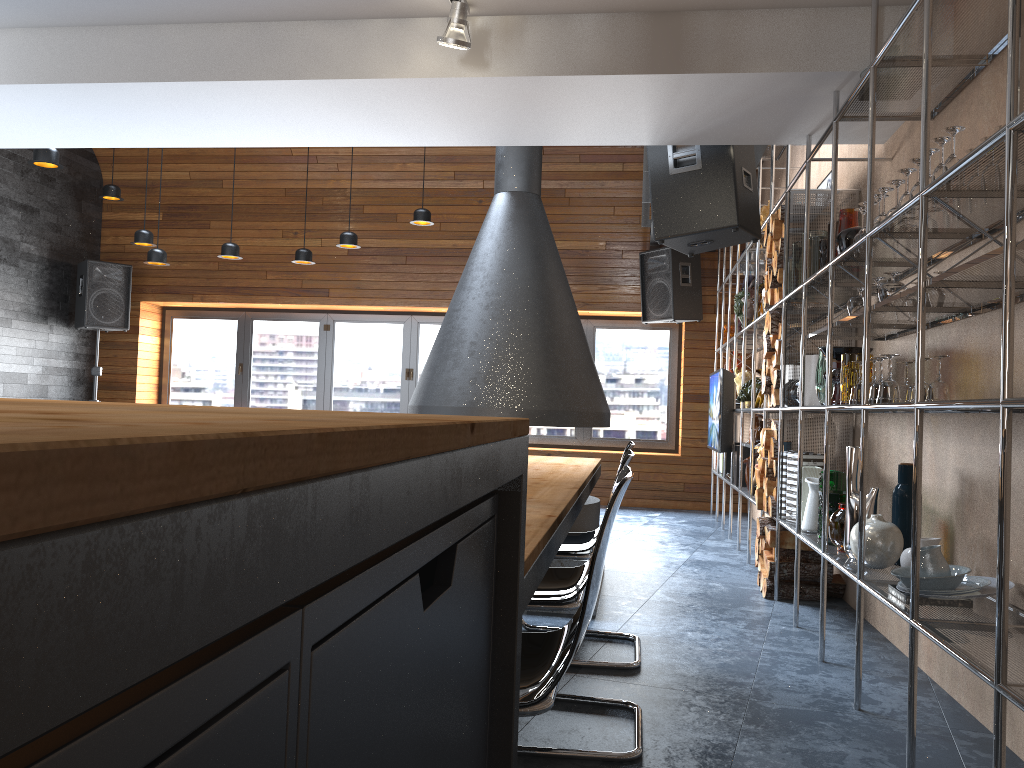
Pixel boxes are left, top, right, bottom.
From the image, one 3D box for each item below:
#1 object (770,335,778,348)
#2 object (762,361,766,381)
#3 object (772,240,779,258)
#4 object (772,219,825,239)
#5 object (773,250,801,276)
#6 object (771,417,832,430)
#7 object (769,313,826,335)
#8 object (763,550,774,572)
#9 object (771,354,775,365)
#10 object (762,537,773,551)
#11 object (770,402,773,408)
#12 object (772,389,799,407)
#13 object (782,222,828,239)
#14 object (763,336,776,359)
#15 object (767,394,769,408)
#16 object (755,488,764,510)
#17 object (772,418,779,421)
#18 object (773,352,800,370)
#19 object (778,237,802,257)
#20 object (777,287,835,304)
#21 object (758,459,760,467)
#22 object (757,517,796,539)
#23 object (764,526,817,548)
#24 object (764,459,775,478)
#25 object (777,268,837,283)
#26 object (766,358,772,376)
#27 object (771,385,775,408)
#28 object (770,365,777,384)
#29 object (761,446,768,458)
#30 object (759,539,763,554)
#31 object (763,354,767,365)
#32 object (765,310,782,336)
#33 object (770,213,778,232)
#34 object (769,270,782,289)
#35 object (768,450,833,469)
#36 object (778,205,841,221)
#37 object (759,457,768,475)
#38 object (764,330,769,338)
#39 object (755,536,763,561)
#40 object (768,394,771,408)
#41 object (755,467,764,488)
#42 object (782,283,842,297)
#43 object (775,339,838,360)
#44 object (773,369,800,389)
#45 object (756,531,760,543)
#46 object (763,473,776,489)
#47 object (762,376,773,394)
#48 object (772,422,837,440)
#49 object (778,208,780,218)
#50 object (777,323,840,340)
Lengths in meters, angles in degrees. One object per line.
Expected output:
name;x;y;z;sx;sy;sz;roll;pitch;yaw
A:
object;1.560;-0.234;4.809;0.303;0.090;0.098;2;-2;7
object;1.572;-0.058;5.034;0.286;0.143;0.143;2;-2;8
object;1.574;-0.729;4.755;0.329;0.107;0.128;2;-2;8
object;1.594;-0.829;4.784;0.362;0.115;0.098;2;-2;9
object;1.546;-0.640;4.719;0.286;0.143;0.143;2;-2;8
object;1.581;0.239;4.841;0.312;0.150;0.140;2;-2;4
object;1.543;-0.319;4.798;0.289;0.121;0.107;2;-2;9
object;1.514;0.945;4.731;0.329;0.135;0.095;2;-2;4
object;1.587;-0.109;4.827;0.330;0.098;0.107;2;-2;4
object;1.529;0.886;4.809;0.330;0.098;0.107;2;-2;4
object;1.581;0.083;4.865;0.299;0.114;0.135;2;-2;6
object;1.541;0.075;4.644;0.330;0.105;0.107;2;-2;5
object;1.584;-0.801;4.682;0.299;0.114;0.135;2;-2;10
object;1.557;-0.196;4.885;0.321;0.128;0.164;2;-2;7
object;1.613;0.093;5.061;0.287;0.112;0.126;2;-2;8
object;1.556;0.649;4.970;0.362;0.131;0.154;2;-2;8
object;1.600;0.256;4.937;0.289;0.121;0.107;2;-2;9
object;1.549;-0.114;4.657;0.331;0.110;0.107;2;-2;6
object;1.562;-0.704;4.667;0.309;0.121;0.111;2;-2;9
object;1.584;-0.478;4.760;0.303;0.095;0.087;2;-2;8
object;1.579;0.467;5.066;0.331;0.110;0.107;2;-2;6
object;1.514;0.800;4.864;0.321;0.128;0.164;2;-2;7
object;1.518;0.818;4.756;0.309;0.131;0.099;2;-2;4
object;1.544;0.471;4.813;0.331;0.110;0.101;2;-2;10
object;1.553;-0.561;4.656;0.303;0.088;0.095;2;-2;10
object;1.582;-0.094;4.909;0.331;0.110;0.101;2;-2;10
object;1.579;0.075;4.739;0.362;0.131;0.154;2;-2;8
object;1.557;-0.051;4.752;0.329;0.135;0.095;2;-2;4
object;1.557;0.408;4.991;0.290;0.153;0.112;2;-2;5
object;1.539;0.902;4.889;0.331;0.110;0.101;2;-2;10
object;1.590;-0.150;4.999;0.329;0.107;0.128;2;-2;8
object;1.562;-0.329;4.895;0.312;0.150;0.140;2;-2;4
object;1.570;-0.880;4.861;0.289;0.121;0.107;2;-2;7
object;1.556;-0.564;4.798;0.312;0.110;0.103;2;-2;12
object;1.541;0.410;4.727;0.329;0.107;0.128;2;-2;8
object;1.573;-0.892;4.689;0.308;0.107;0.121;2;-2;12
object;1.540;0.460;4.895;0.330;0.098;0.107;2;-2;4
object;1.601;-0.251;4.972;0.362;0.115;0.098;2;-2;7
object;1.528;0.939;5.014;0.286;0.143;0.143;2;-2;8
object;1.595;0.101;4.974;0.303;0.095;0.087;2;-2;8
object;1.563;0.527;4.979;0.374;0.131;0.115;2;-2;3
object;1.578;-0.491;4.672;0.287;0.112;0.126;2;-2;8
object;1.544;-0.181;4.661;0.308;0.120;0.097;2;-2;3
object;1.541;-0.021;4.640;0.321;0.109;0.110;2;-2;9
object;1.547;0.847;4.978;0.329;0.107;0.128;2;-2;8
object;1.534;0.536;4.866;0.288;0.118;0.147;2;-2;4
object;1.559;0.013;4.951;0.312;0.110;0.103;2;-2;4
object;1.534;0.248;4.662;0.308;0.107;0.121;2;-2;4
object;1.603;-0.903;4.757;0.330;0.103;0.102;2;-2;12
object;1.568;-0.265;4.697;0.299;0.119;0.151;2;-2;10
